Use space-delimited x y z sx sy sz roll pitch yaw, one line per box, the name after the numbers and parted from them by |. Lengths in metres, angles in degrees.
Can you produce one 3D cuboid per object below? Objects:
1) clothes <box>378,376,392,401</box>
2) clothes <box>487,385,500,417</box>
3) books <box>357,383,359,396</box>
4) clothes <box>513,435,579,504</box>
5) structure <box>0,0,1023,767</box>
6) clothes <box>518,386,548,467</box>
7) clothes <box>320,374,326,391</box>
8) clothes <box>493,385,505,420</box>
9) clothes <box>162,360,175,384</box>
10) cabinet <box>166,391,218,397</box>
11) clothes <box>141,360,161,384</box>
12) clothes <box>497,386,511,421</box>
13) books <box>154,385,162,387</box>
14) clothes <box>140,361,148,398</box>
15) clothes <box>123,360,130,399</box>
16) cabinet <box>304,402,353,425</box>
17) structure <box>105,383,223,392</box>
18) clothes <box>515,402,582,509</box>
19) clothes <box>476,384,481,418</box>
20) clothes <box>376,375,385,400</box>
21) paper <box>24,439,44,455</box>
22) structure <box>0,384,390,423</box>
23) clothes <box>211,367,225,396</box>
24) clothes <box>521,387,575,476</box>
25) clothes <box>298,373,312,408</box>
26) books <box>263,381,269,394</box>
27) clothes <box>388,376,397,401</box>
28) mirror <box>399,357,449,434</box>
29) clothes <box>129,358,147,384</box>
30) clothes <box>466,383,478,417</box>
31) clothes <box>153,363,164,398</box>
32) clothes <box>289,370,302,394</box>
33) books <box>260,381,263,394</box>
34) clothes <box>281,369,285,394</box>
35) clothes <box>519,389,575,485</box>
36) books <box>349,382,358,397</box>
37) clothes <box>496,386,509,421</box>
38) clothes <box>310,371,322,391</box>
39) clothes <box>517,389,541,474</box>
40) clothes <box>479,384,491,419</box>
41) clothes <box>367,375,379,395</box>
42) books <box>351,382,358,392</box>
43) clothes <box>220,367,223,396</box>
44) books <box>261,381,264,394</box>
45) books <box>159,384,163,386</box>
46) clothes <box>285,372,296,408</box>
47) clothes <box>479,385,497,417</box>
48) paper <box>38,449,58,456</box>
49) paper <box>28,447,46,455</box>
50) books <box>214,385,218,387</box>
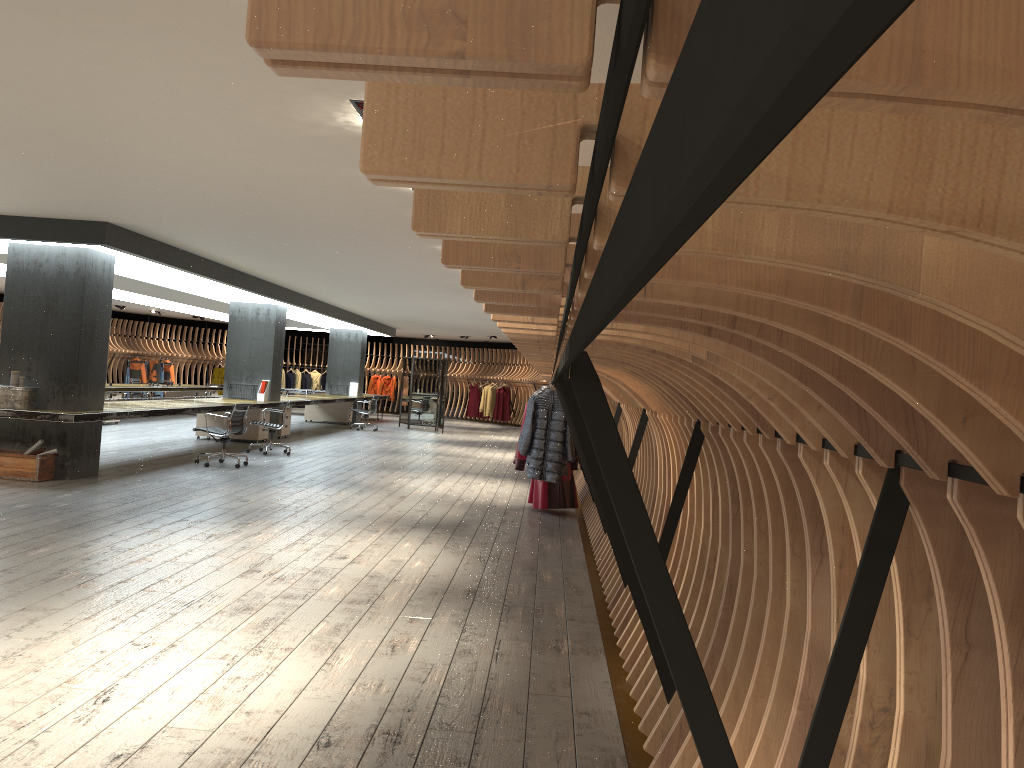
-4.412 0.149 31.090 0.201 0.881 0.839 4 -1 33 | clothes
-0.507 0.565 28.819 0.152 1.053 0.776 3 -1 43 | clothes
-4.240 0.148 23.810 0.215 0.368 0.047 4 -1 3 | books
0.399 0.724 9.979 0.840 1.312 0.320 4 -1 32 | clothes
-5.994 -0.336 13.785 14.882 2.440 36.546 4 0 2 | structure
0.327 0.447 9.043 0.501 0.854 0.245 4 -1 -13 | clothes
-6.586 0.333 31.128 0.087 1.353 0.539 4 -1 27 | clothes
-0.368 0.617 28.664 0.443 1.129 0.127 4 -1 -25 | clothes
-11.035 -0.325 28.318 0.840 0.881 0.200 4 -1 33 | clothes
-8.264 0.471 22.871 1.131 0.630 0.593 4 0 3 | cabinet
-11.294 -0.340 27.804 0.840 0.881 0.200 4 -1 23 | clothes
-0.214 0.628 28.452 0.443 1.129 0.127 4 -1 -25 | clothes
-7.897 0.044 19.778 0.155 0.025 0.110 4 0 -2 | books
-11.467 -0.001 27.554 0.200 1.422 0.309 4 -1 -5 | clothes
-11.713 -0.019 27.013 0.200 1.422 0.309 4 -1 -20 | clothes
-4.833 0.715 23.404 1.131 0.630 0.593 4 0 3 | cabinet
-8.355 0.360 18.161 1.162 0.844 10.449 4 0 2 | structure
0.457 0.733 9.698 0.840 1.317 0.318 4 -1 10 | clothes
-1.112 0.563 29.449 0.126 1.129 0.444 4 -1 -5 | clothes
-4.613 0.134 31.169 0.201 0.881 0.839 4 0 8 | clothes
-5.189 0.790 9.370 0.572 0.460 0.043 4 -1 20 | paper
-6.533 0.490 17.866 4.836 0.844 18.471 4 0 2 | structure
-9.801 -0.058 29.644 0.665 1.045 0.168 4 -1 33 | clothes
0.352 0.454 8.498 0.530 0.856 0.234 4 -1 2 | clothes
-7.246 0.290 30.979 0.539 1.353 0.087 4 -1 27 | clothes
-4.520 0.129 16.249 0.048 0.368 0.215 4 -1 3 | books
-4.174 0.166 31.029 0.200 0.881 0.839 4 -1 -17 | clothes
-2.298 0.262 23.243 2.113 1.892 0.443 4 -1 44 | mirror
-11.594 -0.364 27.326 0.839 0.881 0.200 4 -1 18 | clothes
-1.285 0.551 29.626 0.444 1.129 0.126 4 -1 0 | clothes
-11.190 0.018 28.080 0.308 1.422 0.200 5 -1 -25 | clothes
-7.517 -0.057 30.918 0.705 0.890 0.250 4 -1 43 | clothes
-4.563 0.126 16.251 0.048 0.368 0.215 4 -1 3 | books
-8.010 -0.092 30.730 0.250 0.890 0.705 5 -1 -37 | clothes
0.315 0.475 8.169 0.181 0.854 0.682 5 -1 -44 | clothes
-4.243 0.148 23.740 0.215 0.368 0.073 4 -1 3 | books
-0.259 0.625 28.534 0.444 1.129 0.126 4 -1 0 | clothes
-6.935 -0.017 31.054 0.705 0.890 0.250 4 -1 23 | clothes
0.340 0.476 8.625 0.585 0.854 0.211 4 -1 30 | clothes
-0.870 0.581 29.208 0.443 1.129 0.127 5 -1 -35 | clothes
-4.846 0.118 31.145 0.201 0.881 0.839 4 -1 18 | clothes
-4.242 0.148 23.768 0.215 0.368 0.075 4 -1 3 | books
-9.665 -0.048 29.765 0.665 1.045 0.168 4 -1 33 | clothes
-4.542 0.127 16.250 0.048 0.368 0.215 4 -1 3 | books
-8.278 0.023 20.974 0.213 0.026 0.366 4 0 3 | books
-7.739 0.255 30.831 0.539 1.353 0.087 3 -1 37 | clothes
-0.656 0.555 28.982 0.777 1.053 0.151 4 -1 3 | clothes
-5.185 0.817 9.429 0.624 0.290 0.041 4 -1 -16 | paper
-5.229 0.815 9.406 0.723 0.365 0.047 4 -1 22 | paper
-7.760 0.052 23.154 0.155 0.025 0.110 4 0 -2 | books
